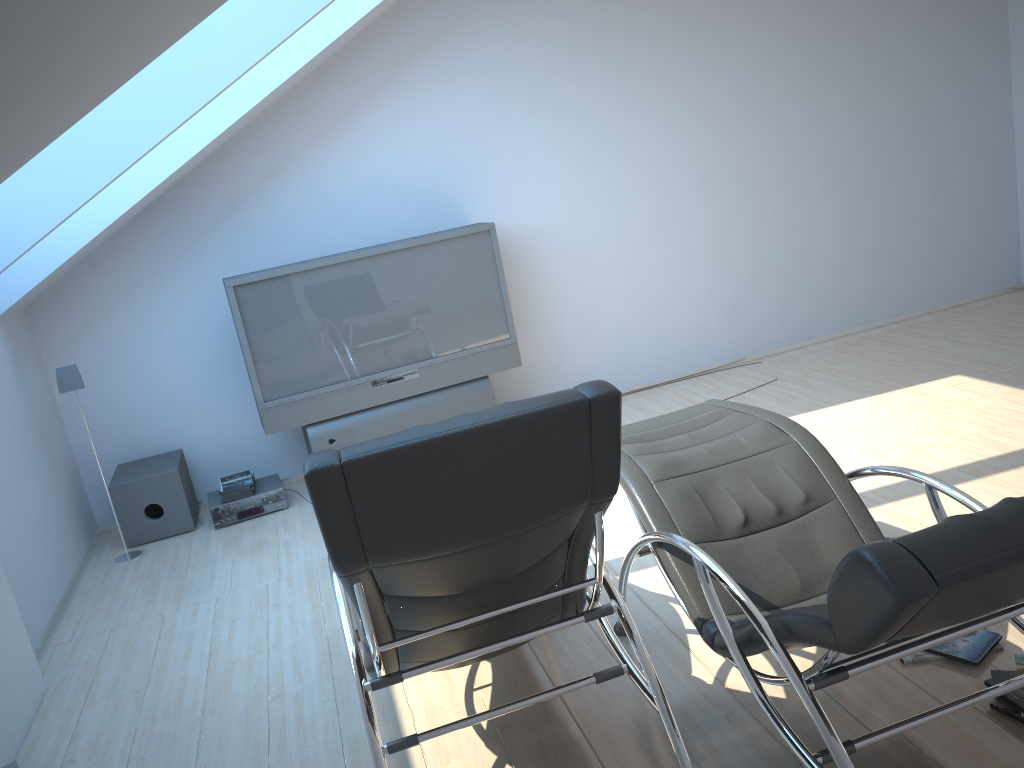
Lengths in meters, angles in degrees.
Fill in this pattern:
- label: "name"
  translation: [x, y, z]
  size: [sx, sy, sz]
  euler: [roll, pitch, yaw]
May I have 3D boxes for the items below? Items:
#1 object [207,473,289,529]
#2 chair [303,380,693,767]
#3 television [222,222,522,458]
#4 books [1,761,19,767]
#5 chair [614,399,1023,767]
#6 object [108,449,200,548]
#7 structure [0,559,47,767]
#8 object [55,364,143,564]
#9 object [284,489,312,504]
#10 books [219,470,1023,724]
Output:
- label: "object"
  translation: [-1.662, 0.732, 5.573]
  size: [0.450, 0.138, 0.358]
  euler: [-16, 14, -17]
- label: "chair"
  translation: [-0.202, 0.526, 2.926]
  size: [0.836, 1.251, 1.938]
  euler: [-14, 14, -13]
- label: "television"
  translation: [-0.804, -0.145, 5.688]
  size: [1.686, 1.446, 0.400]
  euler: [-16, 14, -17]
- label: "books"
  translation: [-1.014, 0.947, 1.786]
  size: [0.149, 0.300, 0.149]
  euler: [-23, 18, -40]
- label: "chair"
  translation: [0.882, 0.527, 2.689]
  size: [0.836, 0.953, 2.114]
  euler: [-14, 14, -13]
- label: "object"
  translation: [-2.219, 0.702, 5.523]
  size: [0.400, 0.424, 0.401]
  euler: [-14, 14, -13]
- label: "structure"
  translation: [-1.994, 1.048, 3.208]
  size: [0.120, 0.800, 1.324]
  euler: [-14, 14, -13]
- label: "object"
  translation: [-2.358, 0.458, 5.060]
  size: [0.160, 1.181, 0.158]
  euler: [-14, 14, -13]
- label: "object"
  translation: [-1.136, 0.636, 5.563]
  size: [1.163, 0.141, 0.394]
  euler: [-7, 14, 15]
- label: "books"
  translation: [0.156, 0.655, 4.295]
  size: [4.790, 0.222, 1.045]
  euler: [2, 19, 43]
